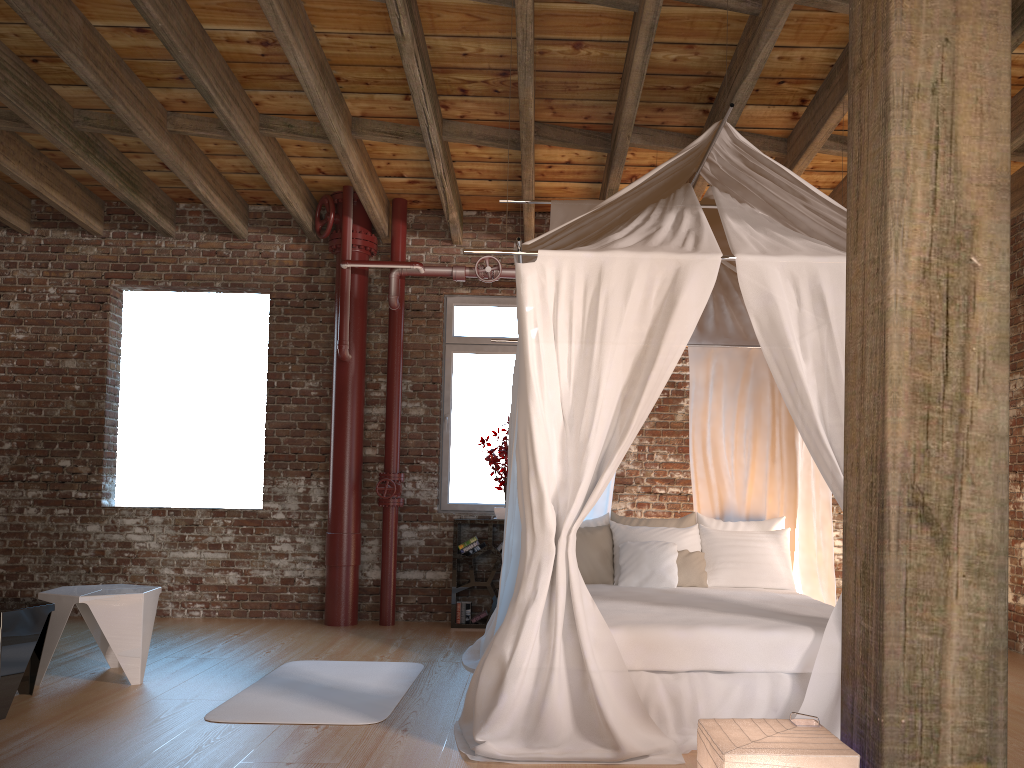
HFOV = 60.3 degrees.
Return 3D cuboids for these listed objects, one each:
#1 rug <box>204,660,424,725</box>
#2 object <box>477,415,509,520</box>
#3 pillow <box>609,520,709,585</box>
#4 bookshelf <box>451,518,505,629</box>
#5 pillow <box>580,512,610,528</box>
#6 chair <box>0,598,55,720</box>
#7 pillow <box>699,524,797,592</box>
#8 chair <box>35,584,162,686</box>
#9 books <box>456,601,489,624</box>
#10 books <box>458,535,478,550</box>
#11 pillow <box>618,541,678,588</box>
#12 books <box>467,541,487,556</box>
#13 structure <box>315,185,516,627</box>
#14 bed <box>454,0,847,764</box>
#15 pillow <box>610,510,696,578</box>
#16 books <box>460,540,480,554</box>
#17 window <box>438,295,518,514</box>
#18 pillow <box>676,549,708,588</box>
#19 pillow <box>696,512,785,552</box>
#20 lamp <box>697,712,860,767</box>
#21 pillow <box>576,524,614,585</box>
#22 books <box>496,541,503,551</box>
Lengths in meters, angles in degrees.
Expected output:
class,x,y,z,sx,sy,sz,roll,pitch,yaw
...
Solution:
class,x,y,z,sx,sy,sz,roll,pitch,yaw
rug,-0.979,1.622,4.719,0.849,0.007,1.460,1,-7,2
object,-0.082,0.661,7.037,0.412,0.837,0.401,1,-3,-4
pillow,0.936,1.085,5.691,0.606,0.402,0.354,1,-4,-3
bookshelf,-0.038,1.502,7.023,0.846,0.843,0.297,1,-3,-1
pillow,0.359,1.098,5.874,0.625,0.491,0.202,1,-3,0
chair,-2.520,1.292,4.175,0.602,0.488,0.551,-4,-7,44
pillow,1.526,1.134,5.709,0.621,0.431,0.297,1,-4,0
chair,-2.268,1.380,4.861,0.633,0.488,0.524,5,-6,-36
books,-0.310,1.798,6.937,0.247,0.159,0.136,1,-4,-1
books,-0.345,1.251,6.955,0.152,0.109,0.136,1,-5,0
pillow,0.848,1.127,5.515,0.379,0.290,0.219,0,-4,9
books,-0.276,1.300,6.955,0.155,0.113,0.136,1,-5,0
structure,-0.624,0.169,6.930,1.977,3.453,0.584,1,-2,-1
bed,0.945,-0.245,4.893,2.469,3.870,2.710,1,-4,0
pillow,0.937,1.095,5.895,0.625,0.493,0.211,1,-3,-1
books,-0.333,1.286,6.954,0.152,0.109,0.136,1,-5,0
window,0.047,0.171,7.319,1.330,1.843,0.170,1,-2,-1
pillow,1.089,1.160,5.554,0.285,0.233,0.164,1,-4,-2
pillow,1.531,1.113,5.907,0.624,0.497,0.211,1,-3,-1
lamp,0.679,1.160,1.623,0.358,0.777,1.396,2,-6,-6
pillow,0.353,1.109,5.676,0.607,0.413,0.363,1,-4,-3
books,-0.001,1.260,6.962,0.241,0.165,0.136,1,-4,0
